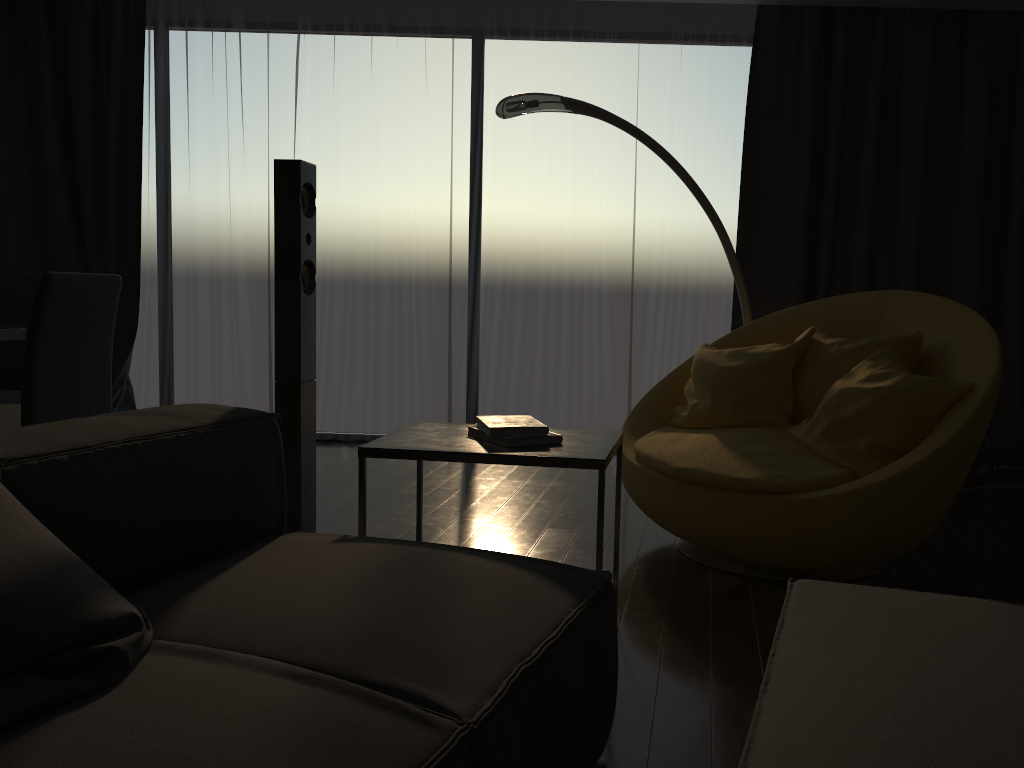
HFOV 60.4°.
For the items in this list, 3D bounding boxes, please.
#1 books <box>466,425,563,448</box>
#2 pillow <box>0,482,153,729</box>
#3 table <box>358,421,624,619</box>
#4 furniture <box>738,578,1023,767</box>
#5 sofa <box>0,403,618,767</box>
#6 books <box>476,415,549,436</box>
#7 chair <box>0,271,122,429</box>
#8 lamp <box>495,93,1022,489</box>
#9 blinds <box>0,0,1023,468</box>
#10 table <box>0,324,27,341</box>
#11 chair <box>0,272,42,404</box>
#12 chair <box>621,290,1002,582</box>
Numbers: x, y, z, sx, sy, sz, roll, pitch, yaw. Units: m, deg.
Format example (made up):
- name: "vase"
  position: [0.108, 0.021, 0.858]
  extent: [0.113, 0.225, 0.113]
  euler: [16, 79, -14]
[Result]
- name: "books"
  position: [0.004, 0.132, 2.300]
  extent: [0.171, 0.023, 0.220]
  euler: [-2, 7, -31]
- name: "pillow"
  position: [-0.631, 0.290, 0.256]
  extent: [1.106, 0.430, 2.006]
  euler: [-1, 7, -27]
- name: "table"
  position: [-0.033, 0.422, 2.329]
  extent: [0.593, 0.562, 0.457]
  euler: [2, 6, 8]
- name: "furniture"
  position: [0.855, 0.625, 1.182]
  extent: [1.060, 0.439, 1.133]
  euler: [4, 6, 19]
- name: "sofa"
  position: [-0.031, 0.526, 0.608]
  extent: [2.650, 0.703, 2.567]
  euler: [4, 6, 19]
- name: "books"
  position: [-0.002, 0.108, 2.311]
  extent: [0.159, 0.022, 0.200]
  euler: [0, 6, -14]
- name: "chair"
  position: [-1.677, 0.104, 2.955]
  extent: [0.564, 0.963, 0.434]
  euler: [2, 5, 8]
- name: "lamp"
  position: [1.991, -0.342, 4.425]
  extent: [4.347, 1.777, 0.567]
  euler: [0, 5, -14]
- name: "blinds"
  position: [-0.361, -1.032, 5.071]
  extent: [7.503, 2.890, 0.747]
  euler: [2, 5, -1]
- name: "table"
  position: [-2.416, 0.211, 2.696]
  extent: [1.025, 0.759, 1.629]
  euler: [3, 6, 10]
- name: "chair"
  position: [-2.229, 0.027, 3.539]
  extent: [0.421, 0.963, 0.581]
  euler: [2, 5, 10]
- name: "chair"
  position: [1.066, 0.131, 3.325]
  extent: [1.185, 1.004, 1.456]
  euler: [-1, 6, -24]
